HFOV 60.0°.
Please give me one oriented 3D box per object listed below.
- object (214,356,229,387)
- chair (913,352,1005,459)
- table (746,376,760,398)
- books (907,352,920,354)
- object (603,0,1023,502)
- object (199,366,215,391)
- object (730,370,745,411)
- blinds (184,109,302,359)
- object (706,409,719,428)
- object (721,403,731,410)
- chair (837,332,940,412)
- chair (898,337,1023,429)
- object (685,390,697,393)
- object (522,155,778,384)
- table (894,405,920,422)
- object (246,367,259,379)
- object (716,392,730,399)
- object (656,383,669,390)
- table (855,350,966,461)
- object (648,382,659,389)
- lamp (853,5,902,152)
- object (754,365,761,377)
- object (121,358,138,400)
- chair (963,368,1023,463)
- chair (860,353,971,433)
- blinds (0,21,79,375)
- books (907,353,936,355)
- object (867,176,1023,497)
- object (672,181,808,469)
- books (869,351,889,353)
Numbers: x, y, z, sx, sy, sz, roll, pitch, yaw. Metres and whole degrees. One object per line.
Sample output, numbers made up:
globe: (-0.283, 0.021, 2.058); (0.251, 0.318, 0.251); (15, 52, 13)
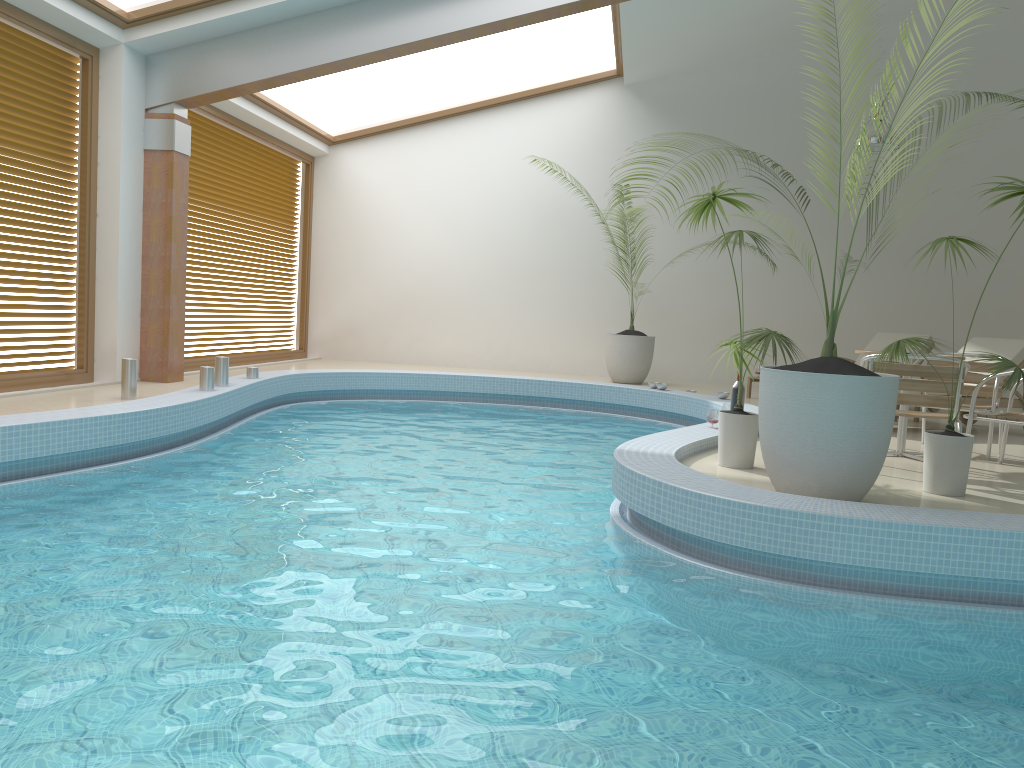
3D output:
object: (-2.517, -0.109, 7.693); (0.115, 0.254, 0.115); (-1, 6, -42)
chair: (3.295, 0.135, 6.584); (0.618, 0.727, 0.563); (7, 6, 40)
table: (2.989, 0.054, 10.446); (0.283, 0.255, 0.320); (1, 5, -30)
books: (2.666, -0.217, 6.077); (0.241, 0.004, 0.166); (-1, 6, -41)
object: (1.628, -0.915, 4.563); (2.979, 2.960, 2.729); (5, 5, 25)
object: (-2.498, -0.044, 7.263); (0.115, 0.194, 0.115); (-1, 6, -42)
object: (1.743, 0.100, 6.844); (0.109, 0.435, 0.109); (7, 6, 43)
blinds: (-3.596, -1.730, 11.269); (0.095, 2.921, 4.414); (4, 5, 8)
object: (1.495, 0.258, 6.596); (0.102, 0.137, 0.102); (4, 5, 16)
object: (1.747, 0.225, 7.185); (0.102, 0.137, 0.102); (4, 5, 16)
chair: (3.849, -0.161, 9.885); (1.903, 0.866, 0.861); (1, 5, -30)
chair: (3.800, -0.022, 8.103); (1.903, 0.866, 0.861); (2, 5, -14)
object: (2.072, 0.109, 10.295); (0.140, 0.069, 0.140); (1, 5, -23)
object: (1.784, -1.474, 11.693); (2.979, 2.960, 2.729); (1, 5, -28)
table: (3.826, 0.230, 8.812); (0.283, 0.255, 0.320); (2, 5, -14)
object: (-2.522, -0.110, 8.626); (0.115, 0.107, 0.115); (0, 5, -33)
object: (2.190, 0.122, 9.215); (0.140, 0.069, 0.140); (1, 5, -23)
object: (1.689, 0.034, 9.979); (0.140, 0.069, 0.140); (1, 5, -23)
table: (2.736, 0.146, 6.181); (0.700, 0.720, 0.700); (5, 5, 27)
object: (1.629, 0.017, 10.151); (0.140, 0.069, 0.140); (1, 5, -23)
lamp: (4.139, -3.618, 9.835); (0.506, 1.958, 0.505); (4, 5, 8)
object: (2.919, -0.150, 10.492); (0.102, 0.137, 0.102); (5, 5, 22)
object: (-3.050, -0.042, 7.067); (0.115, 0.320, 0.115); (0, 5, -33)
chair: (3.293, 0.204, 5.711); (0.618, 0.727, 0.563); (-1, 6, -40)
chair: (2.485, 0.172, 5.553); (0.618, 0.727, 0.563); (5, 5, 20)
blinds: (-4.325, -1.363, 6.144); (0.095, 2.921, 4.200); (4, 5, 8)
books: (2.771, -0.206, 6.063); (0.241, 0.004, 0.166); (-1, 6, -41)
object: (2.490, -0.246, 4.792); (1.059, 1.695, 0.791); (7, 6, 43)
object: (1.324, -0.354, 5.347); (0.791, 1.695, 1.059); (3, 5, -5)
books: (2.551, -0.221, 6.093); (0.241, 0.004, 0.166); (-1, 6, -41)
